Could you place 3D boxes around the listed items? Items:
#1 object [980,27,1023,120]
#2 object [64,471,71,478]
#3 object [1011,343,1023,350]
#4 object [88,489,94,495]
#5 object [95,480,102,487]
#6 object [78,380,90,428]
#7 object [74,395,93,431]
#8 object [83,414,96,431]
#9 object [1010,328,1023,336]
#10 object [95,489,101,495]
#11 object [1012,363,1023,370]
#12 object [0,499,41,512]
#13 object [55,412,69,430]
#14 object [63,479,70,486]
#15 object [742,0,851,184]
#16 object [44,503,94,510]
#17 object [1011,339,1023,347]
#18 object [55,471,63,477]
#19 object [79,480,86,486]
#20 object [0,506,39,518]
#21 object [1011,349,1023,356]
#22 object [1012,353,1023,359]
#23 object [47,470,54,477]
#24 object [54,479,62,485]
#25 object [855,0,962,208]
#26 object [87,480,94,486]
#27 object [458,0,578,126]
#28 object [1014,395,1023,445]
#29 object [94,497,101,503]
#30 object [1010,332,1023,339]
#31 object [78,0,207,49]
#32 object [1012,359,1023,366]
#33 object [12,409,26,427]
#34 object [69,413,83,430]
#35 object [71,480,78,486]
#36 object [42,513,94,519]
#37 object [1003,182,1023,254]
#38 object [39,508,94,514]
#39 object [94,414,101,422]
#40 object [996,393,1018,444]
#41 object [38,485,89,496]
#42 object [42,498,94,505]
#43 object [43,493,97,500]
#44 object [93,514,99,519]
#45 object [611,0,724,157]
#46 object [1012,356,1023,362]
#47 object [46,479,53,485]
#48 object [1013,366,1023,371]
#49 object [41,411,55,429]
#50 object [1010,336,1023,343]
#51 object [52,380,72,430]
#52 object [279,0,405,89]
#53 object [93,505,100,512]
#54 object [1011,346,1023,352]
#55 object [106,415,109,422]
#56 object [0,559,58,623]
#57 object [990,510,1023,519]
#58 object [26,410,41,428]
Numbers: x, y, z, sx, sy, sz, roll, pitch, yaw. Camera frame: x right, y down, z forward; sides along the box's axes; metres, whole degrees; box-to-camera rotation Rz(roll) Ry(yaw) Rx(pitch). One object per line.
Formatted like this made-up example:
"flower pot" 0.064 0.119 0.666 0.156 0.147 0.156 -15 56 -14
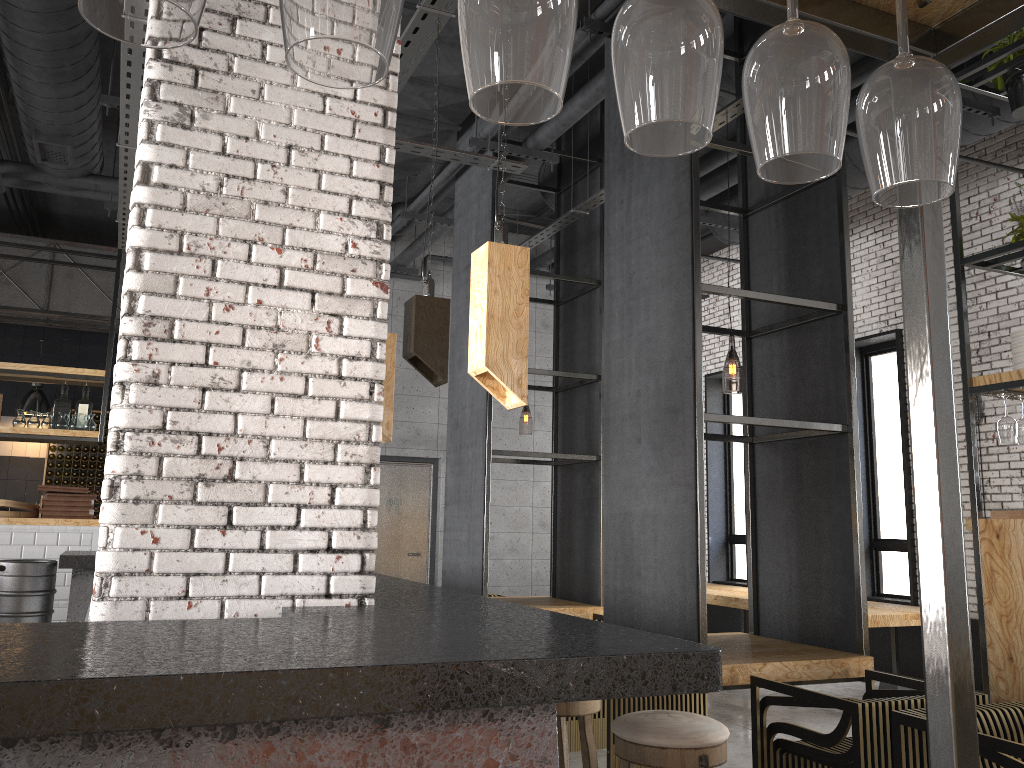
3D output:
"object" 3.061 -1.880 5.270 0.416 0.561 0.466 -7 -13 40
"object" -5.641 1.143 11.239 0.079 0.079 0.283 5 -10 -23
"object" 2.943 -0.201 4.888 0.334 0.043 0.334 9 -12 -40
"object" -5.386 1.373 11.313 0.079 0.080 0.280 5 -10 -23
"object" -5.291 1.275 11.356 0.079 0.079 0.283 5 -10 -23
"object" -4.275 0.220 8.859 0.140 0.552 0.096 5 -11 -19
"object" -4.278 0.296 8.850 0.156 0.407 0.105 5 -11 -19
"object" -4.122 0.378 8.660 0.118 0.181 0.118 1 -10 0
"object" 2.944 -0.277 4.903 0.334 0.039 0.334 -6 -12 40
"object" -5.293 1.379 11.337 0.079 0.080 0.280 5 -10 -23
"object" 2.940 -0.089 4.870 0.334 0.046 0.334 10 -12 -42
"object" -4.548 1.101 8.085 0.437 0.154 0.438 -3 -10 23
"object" -4.359 0.363 8.595 0.118 0.181 0.118 -8 -13 42
"object" -5.633 1.243 11.198 0.079 0.079 0.283 5 -10 -23
"object" 0.275 -0.336 0.866 0.101 0.268 0.100 -4 -11 29
"object" -4.128 1.141 8.250 0.405 0.044 0.634 6 -10 -27
"object" 2.943 -0.219 4.893 0.334 0.041 0.334 -5 -11 35
"object" -5.729 1.135 11.206 0.079 0.079 0.283 5 -10 -23
"object" -5.464 1.260 11.281 0.079 0.079 0.283 5 -10 -23
"object" -4.551 1.167 8.069 0.437 0.097 0.435 1 -9 1
"object" 2.942 -0.166 4.882 0.335 0.041 0.333 1 -9 -2
"object" 2.942 -0.146 4.879 0.334 0.039 0.334 -5 -11 32
"object" -5.807 1.125 11.150 0.079 0.079 0.283 5 -10 -23
"object" -5.723 1.237 11.169 0.079 0.079 0.283 5 -10 -23
"object" 0.410 -0.324 0.925 0.101 0.268 0.100 -4 -11 29
"object" -5.386 1.270 11.336 0.079 0.079 0.283 5 -10 -23
"object" 0.006 -0.360 0.750 0.101 0.268 0.100 -4 -11 29
"object" 2.841 0.202 4.922 0.101 0.268 0.100 -1 -10 13
"object" -5.303 1.486 11.336 0.079 0.080 0.280 5 -10 -23
"object" 2.944 -0.258 4.899 0.334 0.039 0.334 -7 -12 41
"object" -0.255 -0.384 0.637 0.101 0.268 0.100 -1 -10 13
"object" 2.942 -0.108 4.872 0.334 0.037 0.334 -5 -11 32
"object" -4.699 0.335 8.463 0.118 0.181 0.118 -4 -11 30
"object" -4.256 0.375 8.659 0.118 0.181 0.118 9 -13 -39
"object" -5.550 1.252 11.244 0.079 0.079 0.283 5 -10 -23
"object" -4.130 1.229 8.235 0.405 0.044 0.634 6 -10 -28
"object" 3.064 -0.780 5.039 0.467 0.561 0.415 -5 -11 31
"object" -4.129 1.185 8.242 0.405 0.044 0.634 5 -10 -21
"object" -5.351 0.434 11.446 0.079 0.079 0.283 5 -10 -23
"object" 2.715 0.190 4.867 0.101 0.268 0.100 -1 -10 13
"object" -4.147 0.997 8.196 0.406 0.094 0.635 6 -10 -26
"object" -4.127 1.098 8.258 0.405 0.044 0.634 5 -10 -23
"object" -4.126 1.054 8.266 0.404 0.044 0.634 6 -10 -30
"object" -5.299 1.691 11.281 0.079 0.080 0.280 5 -10 -23
"object" 0.141 -0.348 0.808 0.101 0.268 0.100 -4 -11 29
"object" 2.941 -0.127 4.875 0.334 0.040 0.334 -4 -10 30
"object" -5.800 1.226 11.111 0.079 0.079 0.283 5 -10 -23
"object" 2.940 -0.069 4.865 0.334 0.033 0.333 -1 -9 14
"object" -4.464 0.351 8.535 0.118 0.181 0.118 0 -10 9
"object" 2.943 -0.239 4.896 0.334 0.044 0.334 -6 -11 36
"object" -4.443 0.205 8.776 0.156 0.556 0.105 5 -11 -19
"object" -0.129 -0.372 0.692 0.101 0.268 0.100 -4 -11 29
"object" -5.304 1.589 11.314 0.079 0.080 0.280 5 -10 -23
"object" 2.942 -0.181 4.885 0.334 0.039 0.334 4 -9 -16
"object" -5.266 0.442 11.487 0.079 0.079 0.283 5 -10 -23
"object" -3.312 1.713 5.950 0.399 1.039 0.396 -1 -10 11
"object" 2.903 0.712 4.773 0.411 0.050 0.410 5 -10 -24
"object" -4.580 0.342 8.495 0.118 0.181 0.118 -3 -11 25
